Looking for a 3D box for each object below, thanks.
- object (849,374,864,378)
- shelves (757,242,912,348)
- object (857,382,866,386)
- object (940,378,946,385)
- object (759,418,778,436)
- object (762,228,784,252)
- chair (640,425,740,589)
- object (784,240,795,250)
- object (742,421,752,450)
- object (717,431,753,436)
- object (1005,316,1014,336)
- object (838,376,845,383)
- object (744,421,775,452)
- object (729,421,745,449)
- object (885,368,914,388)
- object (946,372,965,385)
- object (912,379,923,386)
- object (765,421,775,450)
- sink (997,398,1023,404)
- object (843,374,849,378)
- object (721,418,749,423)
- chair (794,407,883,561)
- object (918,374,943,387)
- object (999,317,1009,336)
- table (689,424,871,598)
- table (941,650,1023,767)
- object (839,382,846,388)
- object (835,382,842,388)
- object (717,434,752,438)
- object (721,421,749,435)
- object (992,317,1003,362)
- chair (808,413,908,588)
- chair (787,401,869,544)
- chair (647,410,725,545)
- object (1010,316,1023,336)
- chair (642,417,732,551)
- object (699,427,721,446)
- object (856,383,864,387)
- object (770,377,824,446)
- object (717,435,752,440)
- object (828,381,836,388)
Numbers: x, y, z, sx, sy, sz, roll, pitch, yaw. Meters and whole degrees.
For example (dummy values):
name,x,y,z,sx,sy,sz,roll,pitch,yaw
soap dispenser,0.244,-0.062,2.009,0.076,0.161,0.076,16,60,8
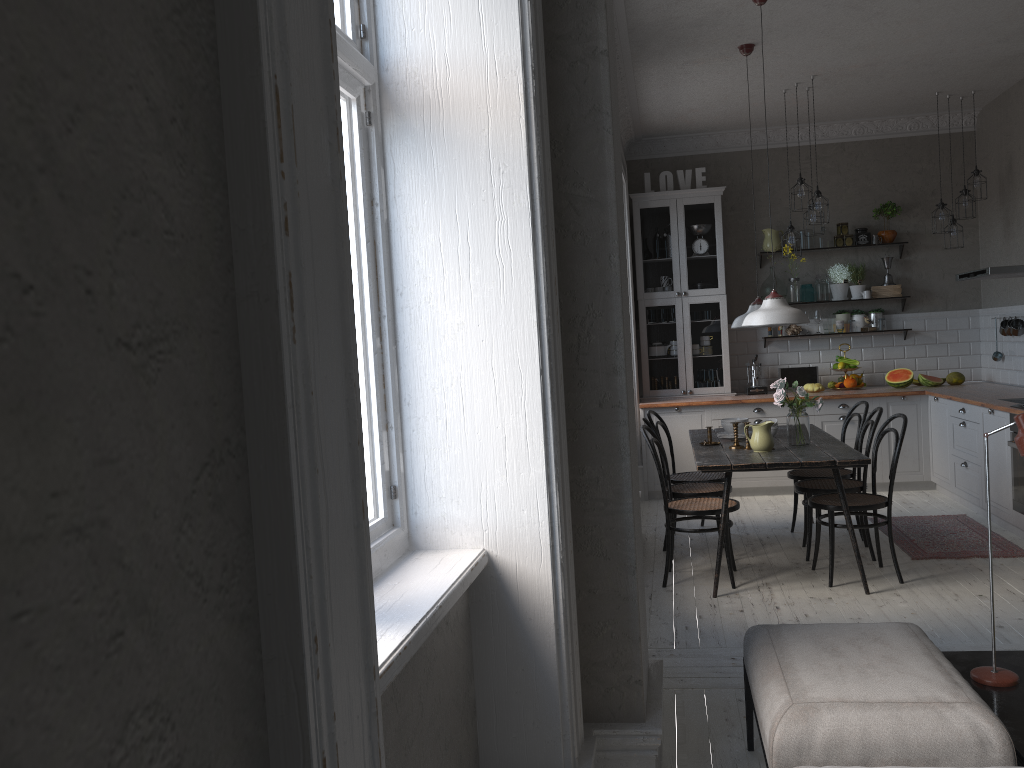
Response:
name,x,y,z,sx,sy,sz,roll,pitch,yaw
object,3.139,-0.066,8.071,0.127,0.056,0.059,-3,2,1
shelves,2.985,-0.799,8.228,1.309,0.923,0.230,-3,3,8
object,3.137,-0.003,8.116,0.055,0.044,0.212,-6,3,-43
object,3.803,-0.021,7.912,0.204,0.073,0.118,-5,3,-28
object,1.683,0.290,5.812,0.122,0.119,0.129,-2,3,25
object,2.422,-1.330,8.222,0.188,0.216,0.176,-2,3,23
chair,1.045,0.687,5.154,0.543,0.921,0.443,-3,3,16
object,2.592,-1.288,8.260,0.102,0.111,0.104,-3,2,9
object,1.397,0.303,5.261,0.061,0.172,0.063,-2,3,30
object,1.464,0.332,5.801,0.233,0.027,0.242,-2,3,32
object,4.074,-0.469,7.200,0.107,0.161,0.138,-3,2,11
object,3.041,-0.034,8.135,0.077,0.076,0.157,-2,3,35
object,1.444,0.306,5.134,0.152,0.170,0.133,-5,3,-30
object,1.350,0.302,5.340,0.097,0.172,0.095,-4,2,-10
object,3.428,-0.047,7.836,0.231,0.174,0.221,-2,3,31
object,3.928,-0.049,7.844,0.207,0.119,0.130,-5,3,-28
object,3.703,-0.017,8.024,0.197,0.067,0.104,-3,2,15
object,1.513,0.301,5.209,0.058,0.167,0.060,-2,3,22
sink,3.594,-0.001,5.903,0.525,0.720,0.489,-3,2,9
object,3.070,-0.046,8.124,0.085,0.093,0.087,-3,2,5
object,1.460,0.276,5.798,0.179,0.094,0.179,-3,2,0
chair,2.048,0.613,5.542,0.543,0.921,0.443,-3,3,16
object,3.674,-0.034,7.752,0.226,0.127,0.147,-4,2,-9
object,4.096,-0.476,7.328,0.107,0.161,0.138,-2,3,21
table,1.616,0.728,5.622,0.899,0.735,1.931,-3,2,10
table,1.745,1.075,2.339,0.844,0.303,1.318,-3,2,9
object,2.987,0.018,8.071,0.070,0.076,0.227,-4,2,-8
object,2.969,0.011,8.057,0.083,0.057,0.090,-1,3,41
object,1.464,0.340,5.801,0.241,0.027,0.233,-4,3,-23
object,1.461,0.296,5.799,0.179,0.094,0.179,-3,2,0
object,4.154,-0.382,7.589,0.076,0.379,0.083,-3,3,9
chair,1.959,0.639,5.012,0.547,0.921,0.440,-3,2,6
chair,2.151,0.587,6.018,0.547,0.921,0.440,-3,2,6
chair,1.242,0.633,6.184,0.541,0.921,0.444,-2,3,21
object,4.042,-0.462,7.076,0.106,0.161,0.139,-2,3,26
chair,1.139,0.659,5.705,0.547,0.921,0.440,-3,2,6
object,1.250,0.327,5.599,0.140,0.112,0.138,-4,2,-8
object,3.133,0.012,7.994,0.069,0.051,0.088,-5,3,-33
object,1.708,0.161,5.298,0.310,0.414,0.252,-3,2,7
object,1.465,0.349,5.802,0.233,0.027,0.241,-2,3,27
object,2.936,0.007,8.098,0.075,0.072,0.155,-1,3,38
